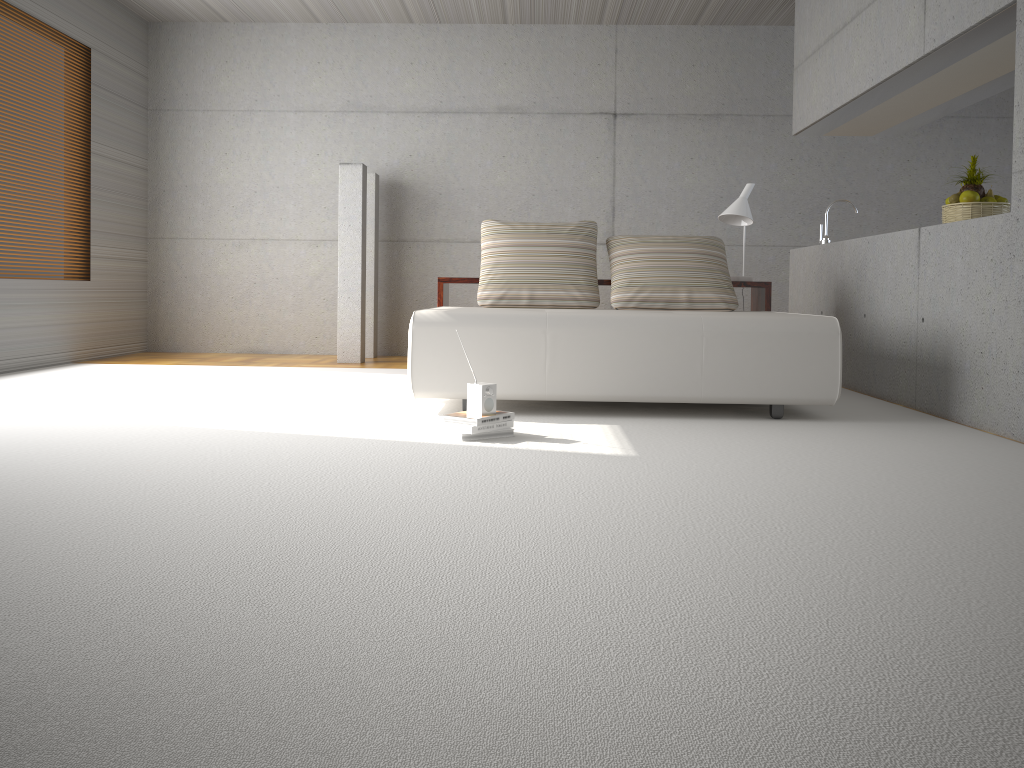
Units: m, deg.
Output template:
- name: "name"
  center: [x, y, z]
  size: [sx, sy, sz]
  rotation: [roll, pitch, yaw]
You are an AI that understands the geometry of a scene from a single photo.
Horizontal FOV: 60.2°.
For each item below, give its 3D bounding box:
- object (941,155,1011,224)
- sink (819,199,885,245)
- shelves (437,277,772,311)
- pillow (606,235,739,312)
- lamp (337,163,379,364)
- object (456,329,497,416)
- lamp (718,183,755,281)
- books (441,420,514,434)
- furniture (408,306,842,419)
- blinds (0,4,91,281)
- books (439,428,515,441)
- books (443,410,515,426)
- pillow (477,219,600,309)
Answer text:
- name: "object"
  center: [2.677, -1.108, 5.126]
  size: [0.369, 0.441, 0.334]
  rotation: [0, 3, -13]
- name: "sink"
  center: [2.725, -1.103, 6.451]
  size: [0.766, 0.538, 1.710]
  rotation: [1, 6, 1]
- name: "shelves"
  center: [0.619, -0.369, 6.169]
  size: [2.250, 0.714, 0.401]
  rotation: [1, 2, 1]
- name: "pillow"
  center: [1.033, -0.729, 5.795]
  size: [0.807, 0.516, 0.580]
  rotation: [1, 4, 2]
- name: "lamp"
  center: [-1.357, -1.058, 7.852]
  size: [0.200, 1.688, 0.800]
  rotation: [1, 2, 1]
- name: "object"
  center: [-0.161, -0.051, 3.766]
  size: [0.090, 0.365, 0.186]
  rotation: [2, 3, 42]
- name: "lamp"
  center: [1.594, -1.060, 6.157]
  size: [0.323, 0.698, 0.245]
  rotation: [0, 2, -17]
- name: "books"
  center: [-0.150, 0.175, 3.811]
  size: [0.189, 0.032, 0.265]
  rotation: [6, 8, 41]
- name: "furniture"
  center: [0.577, -0.169, 5.178]
  size: [2.168, 0.520, 1.620]
  rotation: [1, 6, 1]
- name: "blinds"
  center: [-3.628, -1.616, 5.852]
  size: [0.012, 2.038, 3.547]
  rotation: [1, 5, 1]
- name: "books"
  center: [-0.151, 0.207, 3.812]
  size: [0.265, 0.032, 0.190]
  rotation: [-3, 7, -34]
- name: "books"
  center: [-0.143, 0.143, 3.812]
  size: [0.189, 0.032, 0.265]
  rotation: [5, 7, 36]
- name: "pillow"
  center: [0.180, -0.799, 5.868]
  size: [0.801, 0.608, 0.492]
  rotation: [1, 3, 1]
